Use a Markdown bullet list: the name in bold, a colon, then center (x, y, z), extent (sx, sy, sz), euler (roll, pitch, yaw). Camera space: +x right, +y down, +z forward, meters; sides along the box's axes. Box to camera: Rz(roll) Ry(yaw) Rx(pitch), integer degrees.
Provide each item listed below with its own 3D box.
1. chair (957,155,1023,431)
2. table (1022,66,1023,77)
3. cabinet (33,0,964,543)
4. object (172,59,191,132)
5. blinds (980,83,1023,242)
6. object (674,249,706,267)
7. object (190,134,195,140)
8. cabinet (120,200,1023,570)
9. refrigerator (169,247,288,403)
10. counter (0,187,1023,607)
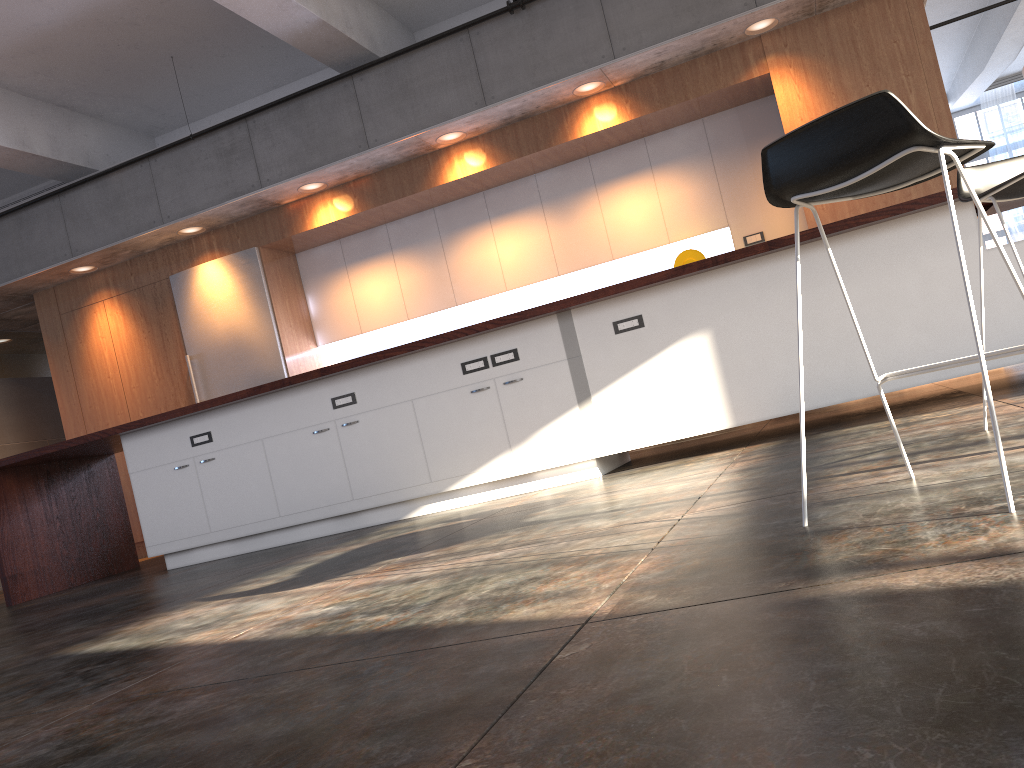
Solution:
- **chair**: center (1.655, -0.286, 2.628), extent (0.465, 0.895, 0.504), euler (-13, -2, -4)
- **table**: center (1.716, -0.430, 1.937), extent (0.820, 0.951, 0.838), euler (-14, -2, 19)
- **cabinet**: center (-0.224, -0.617, 8.393), extent (8.020, 2.560, 2.407), euler (-14, -2, 18)
- **object**: center (0.286, -0.468, 7.421), extent (0.052, 0.053, 0.063), euler (-12, -3, -33)
- **blinds**: center (7.959, -3.064, 13.745), extent (0.685, 3.556, 0.887), euler (-14, -1, 18)
- **object**: center (1.432, -0.872, 6.980), extent (0.271, 0.381, 0.100), euler (-14, -1, 18)
- **object**: center (0.338, -0.476, 7.441), extent (0.061, 0.053, 0.052), euler (-15, -2, 25)
- **cabinet**: center (0.319, 0.106, 5.233), extent (5.588, 0.929, 0.933), euler (-14, -2, 18)
- **refrigerator**: center (-2.396, -0.021, 7.908), extent (0.947, 2.189, 0.222), euler (-14, -1, 15)
- **counter**: center (-0.242, 0.221, 5.430), extent (6.585, 0.970, 1.155), euler (-14, -2, 18)
